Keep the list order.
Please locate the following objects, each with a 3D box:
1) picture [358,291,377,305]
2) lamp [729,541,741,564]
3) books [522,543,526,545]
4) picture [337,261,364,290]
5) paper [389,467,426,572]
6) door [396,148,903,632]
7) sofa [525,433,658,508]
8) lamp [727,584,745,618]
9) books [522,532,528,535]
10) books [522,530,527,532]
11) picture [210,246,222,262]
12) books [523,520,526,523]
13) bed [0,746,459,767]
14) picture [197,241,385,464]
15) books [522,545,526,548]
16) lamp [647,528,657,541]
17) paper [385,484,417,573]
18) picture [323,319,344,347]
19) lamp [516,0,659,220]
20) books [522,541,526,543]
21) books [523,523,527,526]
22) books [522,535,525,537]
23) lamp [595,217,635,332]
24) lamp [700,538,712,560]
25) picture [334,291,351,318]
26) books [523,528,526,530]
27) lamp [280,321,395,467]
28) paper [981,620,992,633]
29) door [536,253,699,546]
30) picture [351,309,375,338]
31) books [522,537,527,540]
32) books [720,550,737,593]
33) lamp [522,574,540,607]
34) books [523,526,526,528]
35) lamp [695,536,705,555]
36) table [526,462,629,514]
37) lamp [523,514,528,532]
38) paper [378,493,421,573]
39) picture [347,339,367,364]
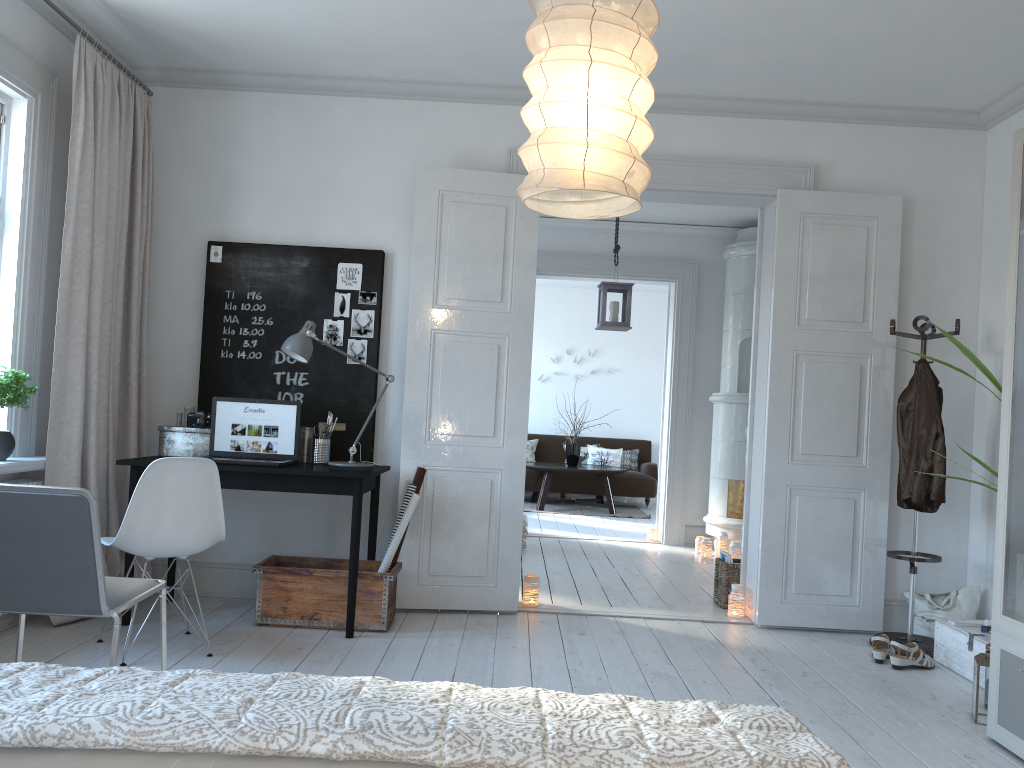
[{"bbox_3d":[-0.776,-0.464,4.765,0.095,0.071,0.001,3,-1,0],"label":"picture"},{"bbox_3d":[1.749,1.319,6.951,0.089,0.166,0.089,3,-1,-1],"label":"lamp"},{"bbox_3d":[0.003,1.288,7.177,0.176,0.016,0.128,1,-3,41],"label":"books"},{"bbox_3d":[-0.871,-0.583,4.766,0.147,0.154,0.004,3,-1,0],"label":"picture"},{"bbox_3d":[-0.576,0.796,4.506,0.297,0.746,0.048,4,-2,-45],"label":"paper"},{"bbox_3d":[0.735,0.023,4.921,2.598,2.504,0.578,3,-1,0],"label":"door"},{"bbox_3d":[0.734,1.079,11.299,2.165,0.824,0.969,3,-2,0],"label":"sofa"},{"bbox_3d":[1.247,1.204,4.923,0.093,0.179,0.093,3,-1,-17],"label":"lamp"},{"bbox_3d":[0.012,1.200,7.172,0.193,0.022,0.128,2,-2,33],"label":"books"},{"bbox_3d":[0.013,1.180,7.181,0.178,0.016,0.128,1,-3,43],"label":"books"},{"bbox_3d":[-1.592,-0.699,4.771,0.061,0.088,0.004,3,-1,-3],"label":"picture"},{"bbox_3d":[0.014,1.103,7.175,0.132,0.017,0.187,4,-2,-27],"label":"books"},{"bbox_3d":[-0.255,0.540,0.578,1.888,1.046,2.177,3,-2,0],"label":"bed"},{"bbox_3d":[-1.198,-0.162,4.790,0.953,1.172,0.064,3,-1,0],"label":"picture"},{"bbox_3d":[0.006,1.306,7.179,0.178,0.016,0.128,2,-3,38],"label":"books"},{"bbox_3d":[1.252,1.346,7.926,0.093,0.110,0.093,3,-2,17],"label":"lamp"},{"bbox_3d":[-0.605,0.834,4.435,0.266,0.669,0.043,4,-2,-45],"label":"paper"},{"bbox_3d":[-0.959,-0.276,4.760,0.107,0.150,0.001,3,-1,0],"label":"picture"},{"bbox_3d":[0.210,-1.057,2.241,0.338,1.230,0.341,2,-1,31],"label":"lamp"},{"bbox_3d":[0.003,1.272,7.175,0.128,0.016,0.180,5,-3,-45],"label":"books"},{"bbox_3d":[0.020,1.125,7.171,0.128,0.026,0.200,4,-2,-28],"label":"books"},{"bbox_3d":[-0.002,1.223,7.179,0.167,0.022,0.128,2,-2,34],"label":"books"},{"bbox_3d":[0.764,-1.266,6.289,0.228,1.761,0.228,3,-1,-3],"label":"lamp"},{"bbox_3d":[1.549,1.312,7.066,0.089,0.166,0.089,3,-1,2],"label":"lamp"},{"bbox_3d":[-0.913,-0.425,4.764,0.083,0.146,0.002,3,-1,0],"label":"picture"},{"bbox_3d":[0.009,1.162,7.179,0.128,0.016,0.176,4,-2,-33],"label":"books"},{"bbox_3d":[-0.882,0.056,4.482,0.617,0.715,0.230,4,-1,-29],"label":"lamp"},{"bbox_3d":[2.239,1.105,3.984,0.221,0.031,0.175,2,-2,32],"label":"paper"},{"bbox_3d":[0.742,0.131,7.936,2.598,2.504,0.578,3,-1,0],"label":"door"},{"bbox_3d":[-0.802,-0.327,4.761,0.121,0.152,0.002,3,-1,0],"label":"picture"},{"bbox_3d":[0.006,1.243,7.174,0.186,0.017,0.132,2,-3,37],"label":"books"},{"bbox_3d":[1.353,1.157,5.289,0.201,0.300,0.179,3,-1,0],"label":"books"},{"bbox_3d":[0.106,1.146,4.915,0.089,0.166,0.089,3,-1,-7],"label":"lamp"},{"bbox_3d":[0.010,1.146,7.177,0.128,0.016,0.180,4,-2,-29],"label":"books"},{"bbox_3d":[1.550,1.330,7.297,0.084,0.146,0.084,3,-1,5],"label":"lamp"},{"bbox_3d":[0.716,1.222,10.507,1.300,0.503,1.300,3,-2,-10],"label":"table"},{"bbox_3d":[0.100,1.255,7.941,0.089,0.166,0.089,3,-1,-1],"label":"lamp"},{"bbox_3d":[-0.606,0.849,4.375,0.283,0.626,0.041,4,-1,-22],"label":"paper"},{"bbox_3d":[-0.831,-0.176,4.758,0.103,0.136,0.001,3,-1,0],"label":"picture"}]
